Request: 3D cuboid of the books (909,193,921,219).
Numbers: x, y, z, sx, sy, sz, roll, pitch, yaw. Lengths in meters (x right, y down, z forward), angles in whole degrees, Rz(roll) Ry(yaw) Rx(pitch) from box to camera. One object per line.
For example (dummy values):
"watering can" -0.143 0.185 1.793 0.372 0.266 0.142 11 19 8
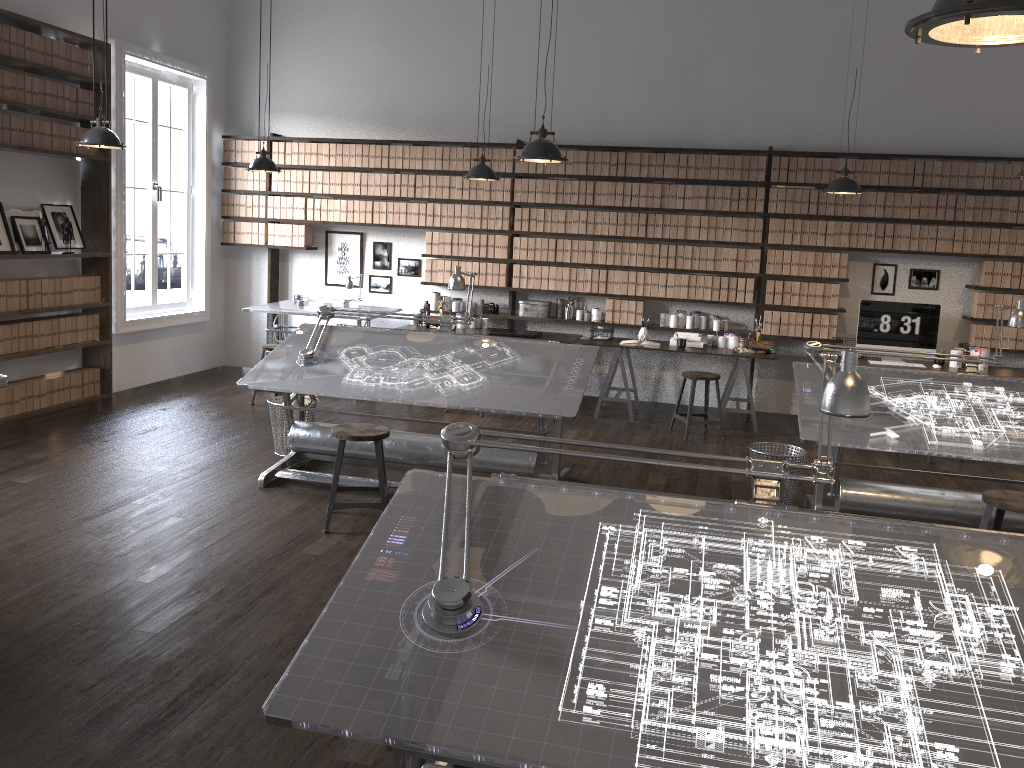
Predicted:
"books" 3.508 -1.547 7.738 0.067 0.224 0.175 5 8 13

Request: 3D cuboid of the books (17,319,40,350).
"books" -3.813 -0.390 6.964 0.175 0.224 0.067 5 7 13

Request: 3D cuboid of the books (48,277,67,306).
"books" -3.725 -0.756 7.227 0.175 0.224 0.067 5 7 13

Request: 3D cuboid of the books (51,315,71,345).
"books" -3.734 -0.445 7.308 0.175 0.224 0.067 5 7 13

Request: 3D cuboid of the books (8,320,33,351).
"books" -3.830 -0.378 6.894 0.175 0.224 0.067 5 7 13

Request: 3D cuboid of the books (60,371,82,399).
"books" -3.733 0.010 7.487 0.175 0.224 0.067 5 7 13

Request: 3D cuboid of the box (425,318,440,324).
"box" -0.719 -0.605 8.577 0.212 0.083 0.138 5 9 13

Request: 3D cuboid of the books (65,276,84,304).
"books" -3.681 -0.787 7.417 0.175 0.224 0.067 5 7 13

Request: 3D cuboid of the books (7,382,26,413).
"books" -3.877 0.107 6.885 0.174 0.224 0.067 5 7 13

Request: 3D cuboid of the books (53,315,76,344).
"books" -3.721 -0.455 7.369 0.175 0.224 0.067 5 7 13

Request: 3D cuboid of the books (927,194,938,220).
"books" 3.640 -1.536 7.712 0.067 0.224 0.175 5 8 13

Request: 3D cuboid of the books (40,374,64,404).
"books" -3.782 0.043 7.281 0.175 0.224 0.067 5 7 13

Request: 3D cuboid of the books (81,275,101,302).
"books" -3.633 -0.819 7.615 0.175 0.224 0.067 5 7 13

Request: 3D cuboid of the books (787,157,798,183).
"books" 2.513 -1.913 7.943 0.067 0.224 0.175 5 8 13

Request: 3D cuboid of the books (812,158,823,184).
"books" 2.720 -1.894 7.895 0.067 0.224 0.175 5 8 13

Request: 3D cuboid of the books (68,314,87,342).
"books" -3.692 -0.476 7.499 0.175 0.224 0.067 5 7 13

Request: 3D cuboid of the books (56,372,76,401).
"books" -3.745 0.021 7.417 0.174 0.224 0.067 5 7 13

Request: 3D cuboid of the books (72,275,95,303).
"books" -3.654 -0.809 7.554 0.174 0.224 0.067 5 7 13

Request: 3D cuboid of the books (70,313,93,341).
"books" -3.675 -0.488 7.567 0.174 0.224 0.067 5 7 13

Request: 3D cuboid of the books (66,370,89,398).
"books" -3.710 -0.002 7.558 0.175 0.224 0.067 5 7 13

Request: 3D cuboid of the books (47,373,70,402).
"books" -3.765 0.032 7.350 0.174 0.224 0.067 5 7 13

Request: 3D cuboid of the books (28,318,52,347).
"books" -3.787 -0.412 7.103 0.174 0.224 0.067 5 7 13

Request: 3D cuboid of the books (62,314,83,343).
"books" -3.701 -0.465 7.432 0.175 0.224 0.067 5 7 13

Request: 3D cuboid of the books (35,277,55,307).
"books" -3.763 -0.735 7.094 0.174 0.224 0.067 5 7 13

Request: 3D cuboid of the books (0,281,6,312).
"books" -3.873 -0.656 6.607 0.175 0.224 0.067 5 7 13

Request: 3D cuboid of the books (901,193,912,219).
"books" 3.438 -1.554 7.757 0.067 0.224 0.175 5 8 13

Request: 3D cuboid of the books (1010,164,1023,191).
"books" 4.268 -1.753 7.536 0.067 0.224 0.175 5 8 13

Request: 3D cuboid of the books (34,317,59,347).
"books" -3.769 -0.423 7.170 0.175 0.224 0.067 5 7 13

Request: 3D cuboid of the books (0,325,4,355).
"books" -3.897 -0.335 6.626 0.174 0.224 0.067 5 7 13

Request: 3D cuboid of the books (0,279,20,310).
"books" -3.846 -0.677 6.739 0.175 0.224 0.067 5 7 13

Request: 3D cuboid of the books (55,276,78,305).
"books" -3.698 -0.776 7.353 0.175 0.224 0.067 5 7 13

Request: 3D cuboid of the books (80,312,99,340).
"books" -3.655 -0.498 7.635 0.174 0.224 0.067 5 7 13

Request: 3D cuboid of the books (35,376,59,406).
"books" -3.791 0.054 7.215 0.175 0.224 0.067 5 7 13

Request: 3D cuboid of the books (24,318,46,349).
"books" -3.800 -0.401 7.035 0.174 0.224 0.067 5 7 13

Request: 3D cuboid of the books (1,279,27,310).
"books" -3.830 -0.689 6.813 0.175 0.224 0.067 5 7 13

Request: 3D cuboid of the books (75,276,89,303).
"books" -3.669 -0.798 7.486 0.175 0.224 0.067 5 7 13

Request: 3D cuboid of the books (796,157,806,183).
"books" 2.581 -1.906 7.923 0.067 0.224 0.175 5 8 13

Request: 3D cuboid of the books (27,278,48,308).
"books" -3.775 -0.723 7.025 0.174 0.224 0.067 5 7 13

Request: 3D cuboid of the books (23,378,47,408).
"books" -3.824 0.074 7.090 0.175 0.224 0.067 5 7 13

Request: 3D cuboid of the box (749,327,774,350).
"box" 2.225 -0.400 7.893 0.212 0.206 0.138 5 8 13

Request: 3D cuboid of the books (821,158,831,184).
"books" 2.784 -1.887 7.874 0.067 0.224 0.175 5 8 13

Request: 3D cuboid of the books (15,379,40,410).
"books" -3.839 0.086 7.019 0.175 0.224 0.067 5 7 13

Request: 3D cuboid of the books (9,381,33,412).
"books" -3.859 0.096 6.952 0.175 0.224 0.067 5 7 13

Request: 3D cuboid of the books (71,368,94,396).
"books" -3.699 -0.014 7.631 0.175 0.224 0.067 5 7 13

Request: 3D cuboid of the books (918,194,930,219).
"books" 3.578 -1.541 7.721 0.067 0.224 0.175 5 8 13

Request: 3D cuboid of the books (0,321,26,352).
"books" -3.848 -0.369 6.834 0.175 0.224 0.067 5 7 13

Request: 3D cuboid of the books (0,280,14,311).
"books" -3.856 -0.667 6.677 0.175 0.224 0.067 5 7 13

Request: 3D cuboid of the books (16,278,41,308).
"books" -3.796 -0.713 6.957 0.175 0.224 0.067 5 7 13

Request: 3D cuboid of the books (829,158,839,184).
"books" 2.850 -1.882 7.864 0.067 0.224 0.175 5 8 13

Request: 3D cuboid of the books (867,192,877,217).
"books" 3.164 -1.579 7.820 0.067 0.224 0.175 5 8 13

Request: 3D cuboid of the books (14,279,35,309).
"books" -3.808 -0.700 6.883 0.175 0.224 0.067 5 7 13

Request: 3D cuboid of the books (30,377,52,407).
"books" -3.811 0.064 7.151 0.175 0.224 0.067 5 7 13

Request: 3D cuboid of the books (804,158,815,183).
"books" 2.651 -1.900 7.911 0.067 0.224 0.175 5 8 13

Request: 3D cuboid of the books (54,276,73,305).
"books" -3.714 -0.767 7.292 0.175 0.224 0.067 5 7 13

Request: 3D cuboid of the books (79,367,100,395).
"books" -3.679 -0.025 7.704 0.175 0.224 0.067 5 7 13

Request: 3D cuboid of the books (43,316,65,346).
"books" -3.749 -0.434 7.237 0.175 0.224 0.067 5 7 13

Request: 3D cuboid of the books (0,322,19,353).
"books" -3.867 -0.357 6.762 0.175 0.224 0.067 5 7 13

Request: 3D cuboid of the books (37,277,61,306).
"books" -3.746 -0.746 7.163 0.175 0.224 0.067 5 7 13
